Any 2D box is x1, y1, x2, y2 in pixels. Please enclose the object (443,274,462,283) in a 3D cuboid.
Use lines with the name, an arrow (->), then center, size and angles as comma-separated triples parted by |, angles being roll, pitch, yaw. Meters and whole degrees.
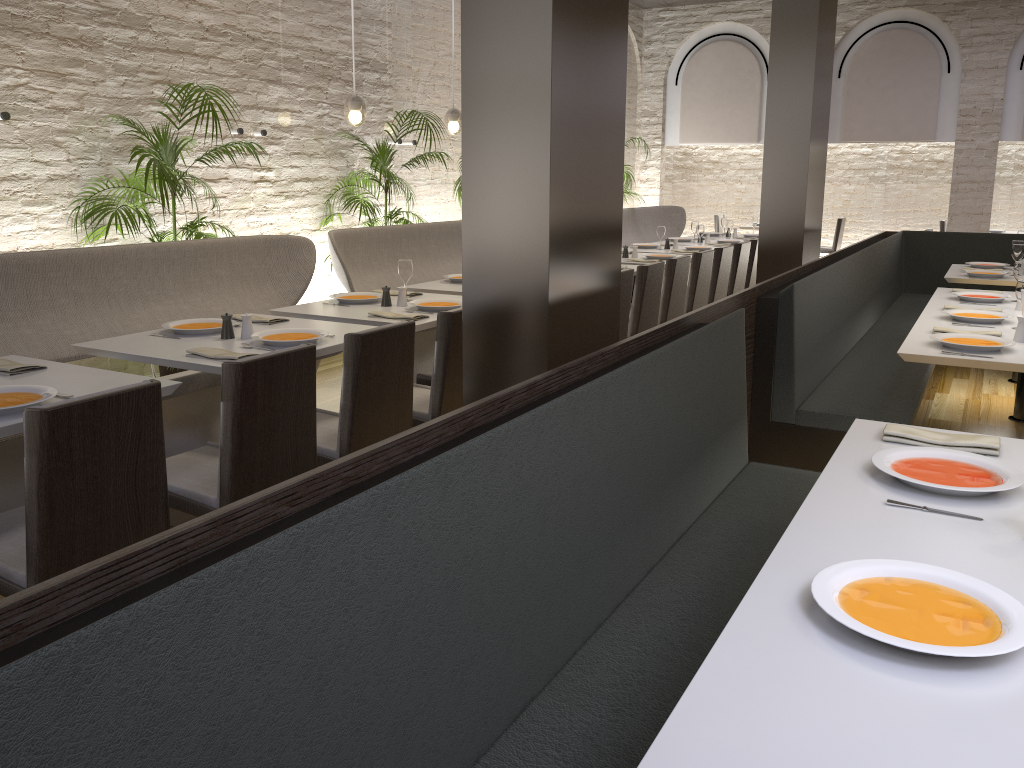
object -> -0.301, -0.708, 5.959 | 0.322, 0.036, 0.324 | 3, 13, 11

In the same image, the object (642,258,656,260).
object -> 1.196, -1.064, 7.562 | 0.182, 0.015, 0.038 | 8, 15, 29

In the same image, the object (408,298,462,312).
object -> -0.388, -0.416, 4.701 | 0.322, 0.036, 0.324 | -6, 15, -26

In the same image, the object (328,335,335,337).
object -> -0.851, -0.217, 3.881 | 0.185, 0.010, 0.017 | 7, 14, 28

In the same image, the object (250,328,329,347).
object -> -0.932, -0.191, 3.723 | 0.322, 0.036, 0.324 | 2, 13, 6

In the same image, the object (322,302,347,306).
object -> -0.951, -0.432, 4.801 | 0.185, 0.010, 0.017 | 7, 14, 28

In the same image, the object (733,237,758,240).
object -> 2.726, -1.694, 10.308 | 0.273, 0.033, 0.143 | 7, 15, 28

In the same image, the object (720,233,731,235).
object -> 2.608, -1.893, 11.159 | 0.273, 0.033, 0.143 | 7, 15, 28

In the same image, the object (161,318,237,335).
object -> -1.402, -0.253, 3.978 | 0.322, 0.036, 0.324 | 2, 13, 6

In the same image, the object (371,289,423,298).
object -> -0.680, -0.536, 5.243 | 0.273, 0.033, 0.143 | 7, 15, 28

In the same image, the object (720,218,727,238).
object -> 2.522, -1.867, 10.583 | 0.086, 0.229, 0.087 | -6, 13, -31

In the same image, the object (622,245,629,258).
object -> 0.999, -1.166, 7.790 | 0.059, 0.108, 0.060 | 4, 12, 20

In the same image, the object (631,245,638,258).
object -> 1.083, -1.167, 7.797 | 0.059, 0.108, 0.060 | 4, 12, 20

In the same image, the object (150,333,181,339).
object -> -1.494, -0.207, 3.823 | 0.185, 0.010, 0.017 | 7, 14, 28

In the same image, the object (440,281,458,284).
object -> -0.393, -0.662, 5.804 | 0.185, 0.010, 0.017 | 7, 14, 28

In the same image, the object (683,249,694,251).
object -> 1.732, -1.285, 8.527 | 0.182, 0.015, 0.038 | 8, 15, 29

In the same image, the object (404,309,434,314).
object -> -0.481, -0.372, 4.546 | 0.182, 0.015, 0.038 | 8, 15, 29

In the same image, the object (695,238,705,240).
object -> 2.062, -1.667, 10.175 | 0.273, 0.033, 0.143 | 7, 15, 28

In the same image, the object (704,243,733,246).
object -> 2.179, -1.469, 9.325 | 0.273, 0.033, 0.143 | 7, 15, 28

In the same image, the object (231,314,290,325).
object -> -1.223, -0.312, 4.266 | 0.273, 0.033, 0.143 | 7, 15, 28

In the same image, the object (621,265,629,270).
object -> 0.726, -0.875, 6.706 | 0.322, 0.036, 0.324 | 2, 13, 6

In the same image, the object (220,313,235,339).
object -> -1.220, -0.250, 3.797 | 0.059, 0.108, 0.060 | 4, 12, 20

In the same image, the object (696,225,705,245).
object -> 1.897, -1.488, 8.936 | 0.086, 0.229, 0.087 | -6, 13, -31

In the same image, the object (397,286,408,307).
object -> -0.594, -0.475, 4.781 | 0.059, 0.108, 0.060 | 9, 14, 36

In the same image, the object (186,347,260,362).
object -> -1.105, -0.114, 3.415 | 0.273, 0.033, 0.143 | 7, 15, 28

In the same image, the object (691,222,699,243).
object -> 1.982, -1.644, 9.611 | 0.086, 0.229, 0.087 | -6, 13, -31

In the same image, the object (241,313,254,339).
object -> -1.137, -0.251, 3.804 | 0.059, 0.108, 0.060 | 4, 12, 20

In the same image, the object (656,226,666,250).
object -> 1.456, -1.427, 8.664 | 0.086, 0.229, 0.087 | -6, 13, -31

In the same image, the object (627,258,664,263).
object -> 1.114, -1.029, 7.408 | 0.273, 0.033, 0.143 | 7, 15, 28

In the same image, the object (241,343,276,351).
object -> -1.024, -0.148, 3.569 | 0.182, 0.015, 0.038 | 8, 15, 29

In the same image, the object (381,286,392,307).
object -> -0.677, -0.474, 4.774 | 0.059, 0.108, 0.060 | 9, 14, 36

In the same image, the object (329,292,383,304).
object -> -0.859, -0.478, 4.955 | 0.322, 0.036, 0.324 | -6, 15, -26

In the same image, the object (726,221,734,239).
object -> 2.423, -1.705, 9.882 | 0.086, 0.229, 0.087 | -6, 13, -31

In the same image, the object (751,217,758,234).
object -> 2.963, -1.928, 10.855 | 0.086, 0.229, 0.087 | -6, 13, -31

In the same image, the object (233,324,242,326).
object -> -1.321, -0.281, 4.134 | 0.182, 0.015, 0.038 | 8, 15, 29

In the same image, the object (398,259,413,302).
object -> -0.596, -0.581, 4.972 | 0.086, 0.229, 0.087 | -4, 12, -19

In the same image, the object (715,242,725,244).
object -> 2.261, -1.503, 9.479 | 0.182, 0.015, 0.038 | 8, 15, 29

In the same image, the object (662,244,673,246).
object -> 1.533, -1.449, 9.223 | 0.273, 0.033, 0.143 | 7, 15, 28

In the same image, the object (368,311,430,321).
object -> -0.562, -0.338, 4.393 | 0.273, 0.033, 0.143 | 7, 15, 28

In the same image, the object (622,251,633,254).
object -> 0.997, -1.228, 8.259 | 0.273, 0.033, 0.143 | 7, 15, 28

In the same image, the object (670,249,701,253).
object -> 1.650, -1.250, 8.373 | 0.273, 0.033, 0.143 | 7, 15, 28

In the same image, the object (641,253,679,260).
object -> 1.288, -1.107, 7.717 | 0.322, 0.036, 0.324 | 2, 13, 6
